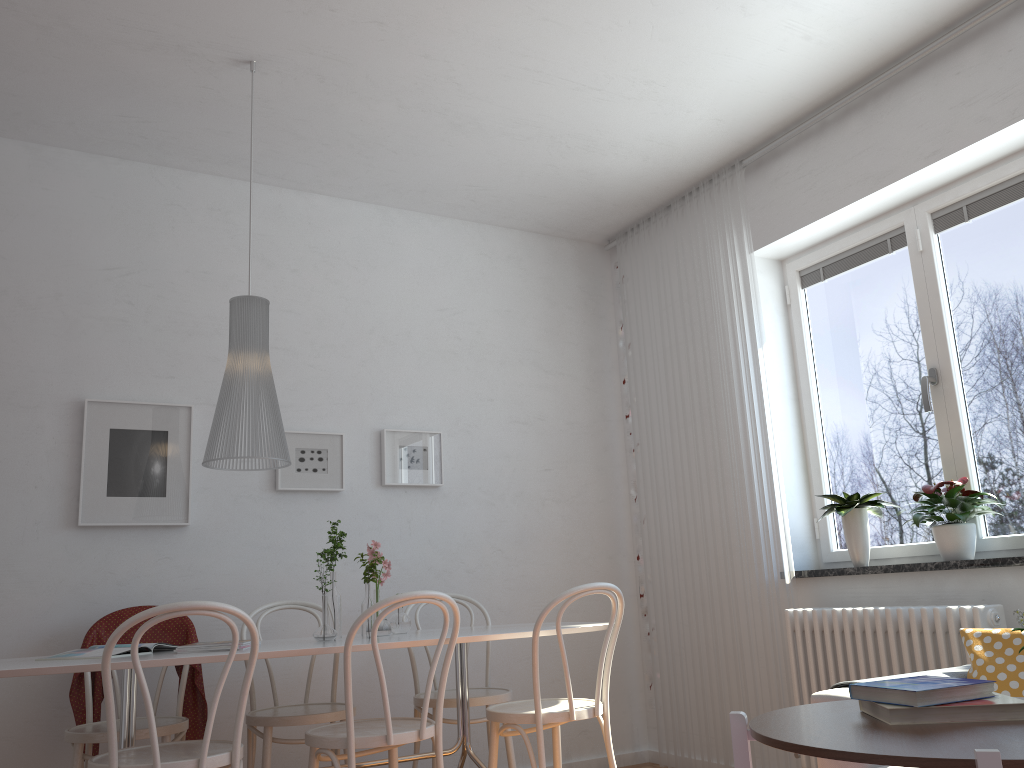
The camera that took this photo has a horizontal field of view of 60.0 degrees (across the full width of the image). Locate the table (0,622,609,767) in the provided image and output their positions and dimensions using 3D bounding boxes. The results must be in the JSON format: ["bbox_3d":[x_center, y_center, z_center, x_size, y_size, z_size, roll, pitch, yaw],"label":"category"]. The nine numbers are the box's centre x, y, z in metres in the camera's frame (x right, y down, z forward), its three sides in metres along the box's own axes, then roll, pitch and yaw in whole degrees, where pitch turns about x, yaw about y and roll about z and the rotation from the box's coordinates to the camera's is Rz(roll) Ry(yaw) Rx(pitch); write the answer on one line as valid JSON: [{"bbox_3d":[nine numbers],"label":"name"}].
[{"bbox_3d":[-0.679,1.254,2.943,2.290,0.767,0.934,5,-15,-29],"label":"table"}]

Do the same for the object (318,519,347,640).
[{"bbox_3d":[-0.628,0.692,3.151,0.111,0.418,0.107,8,-17,-40],"label":"object"}]

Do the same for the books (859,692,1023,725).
[{"bbox_3d":[0.679,0.510,1.403,0.209,0.026,0.163,-4,-13,5],"label":"books"}]

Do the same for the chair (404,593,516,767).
[{"bbox_3d":[-0.203,1.323,3.649,0.448,0.914,0.522,3,-14,-24],"label":"chair"}]

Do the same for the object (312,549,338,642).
[{"bbox_3d":[-0.645,0.727,3.055,0.084,0.307,0.084,-6,-13,15],"label":"object"}]

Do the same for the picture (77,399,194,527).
[{"bbox_3d":[-1.581,0.336,3.746,0.431,0.522,0.050,4,-14,-29],"label":"picture"}]

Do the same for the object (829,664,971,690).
[{"bbox_3d":[1.188,1.080,2.475,0.608,0.531,0.289,4,-15,-29],"label":"object"}]

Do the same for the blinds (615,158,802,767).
[{"bbox_3d":[0.936,0.428,4.389,0.055,2.876,1.041,4,-14,-29],"label":"blinds"}]

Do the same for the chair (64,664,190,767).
[{"bbox_3d":[-1.357,1.272,3.187,0.448,0.914,0.522,2,-13,-19],"label":"chair"}]

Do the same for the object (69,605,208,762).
[{"bbox_3d":[-1.422,1.148,3.406,0.491,0.577,0.201,0,-13,-15],"label":"object"}]

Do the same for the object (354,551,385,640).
[{"bbox_3d":[-0.480,0.721,3.037,0.098,0.293,0.147,-4,-13,3],"label":"object"}]

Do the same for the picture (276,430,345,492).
[{"bbox_3d":[-0.934,0.359,4.116,0.312,0.272,0.047,4,-15,-29],"label":"picture"}]

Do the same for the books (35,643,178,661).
[{"bbox_3d":[-1.252,0.848,2.834,0.266,0.029,0.406,-8,-14,19],"label":"books"}]

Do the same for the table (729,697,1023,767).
[{"bbox_3d":[0.691,0.828,1.264,0.618,0.685,0.619,5,-15,-30],"label":"table"}]

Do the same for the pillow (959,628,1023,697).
[{"bbox_3d":[1.470,0.786,2.372,0.465,0.316,0.313,-10,-15,27],"label":"pillow"}]

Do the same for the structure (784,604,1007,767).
[{"bbox_3d":[1.446,1.146,3.296,0.224,0.621,0.975,4,-15,-29],"label":"structure"}]

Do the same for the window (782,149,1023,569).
[{"bbox_3d":[2.101,-0.221,2.956,0.151,1.505,3.030,4,-15,-29],"label":"window"}]

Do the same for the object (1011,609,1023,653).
[{"bbox_3d":[0.748,0.383,1.203,0.109,0.174,0.096,-13,-16,38],"label":"object"}]

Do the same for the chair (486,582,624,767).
[{"bbox_3d":[1.233,0.623,1.942,0.448,1.337,3.703,9,-18,-43],"label":"chair"}]

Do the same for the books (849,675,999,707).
[{"bbox_3d":[0.654,0.488,1.415,0.175,0.024,0.136,3,-15,-24],"label":"books"}]

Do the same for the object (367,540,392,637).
[{"bbox_3d":[-0.498,0.750,3.271,0.111,0.347,0.108,-10,-14,29],"label":"object"}]

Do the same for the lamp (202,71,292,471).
[{"bbox_3d":[-0.939,-0.451,3.182,0.293,1.491,0.294,-6,-13,15],"label":"lamp"}]

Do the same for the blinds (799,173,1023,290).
[{"bbox_3d":[2.100,-0.823,3.107,0.015,0.097,2.854,4,-15,-29],"label":"blinds"}]

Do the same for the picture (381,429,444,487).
[{"bbox_3d":[-0.490,0.366,4.371,0.312,0.272,0.047,4,-15,-29],"label":"picture"}]

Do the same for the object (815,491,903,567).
[{"bbox_3d":[1.443,0.600,3.690,0.354,0.314,0.293,7,-16,-38],"label":"object"}]

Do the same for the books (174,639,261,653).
[{"bbox_3d":[-0.918,0.825,2.793,0.204,0.022,0.279,-2,-13,-3],"label":"books"}]

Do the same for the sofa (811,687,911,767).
[{"bbox_3d":[1.823,0.763,1.568,1.004,0.839,2.470,4,-15,-29],"label":"sofa"}]

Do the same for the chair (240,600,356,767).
[{"bbox_3d":[-0.796,1.285,3.364,0.448,0.914,0.521,4,-15,-29],"label":"chair"}]

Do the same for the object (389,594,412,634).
[{"bbox_3d":[-0.429,0.876,3.388,0.087,0.150,0.113,-1,-13,-7],"label":"object"}]

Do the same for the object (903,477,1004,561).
[{"bbox_3d":[1.684,0.517,3.378,0.380,0.307,0.371,-12,-16,34],"label":"object"}]
